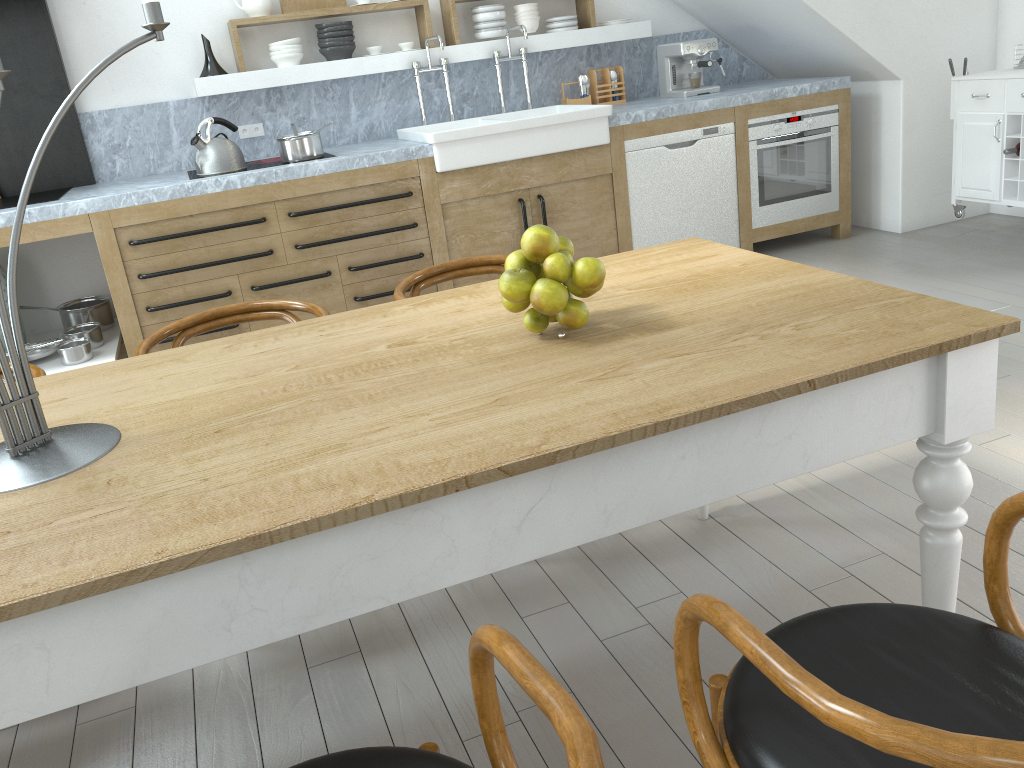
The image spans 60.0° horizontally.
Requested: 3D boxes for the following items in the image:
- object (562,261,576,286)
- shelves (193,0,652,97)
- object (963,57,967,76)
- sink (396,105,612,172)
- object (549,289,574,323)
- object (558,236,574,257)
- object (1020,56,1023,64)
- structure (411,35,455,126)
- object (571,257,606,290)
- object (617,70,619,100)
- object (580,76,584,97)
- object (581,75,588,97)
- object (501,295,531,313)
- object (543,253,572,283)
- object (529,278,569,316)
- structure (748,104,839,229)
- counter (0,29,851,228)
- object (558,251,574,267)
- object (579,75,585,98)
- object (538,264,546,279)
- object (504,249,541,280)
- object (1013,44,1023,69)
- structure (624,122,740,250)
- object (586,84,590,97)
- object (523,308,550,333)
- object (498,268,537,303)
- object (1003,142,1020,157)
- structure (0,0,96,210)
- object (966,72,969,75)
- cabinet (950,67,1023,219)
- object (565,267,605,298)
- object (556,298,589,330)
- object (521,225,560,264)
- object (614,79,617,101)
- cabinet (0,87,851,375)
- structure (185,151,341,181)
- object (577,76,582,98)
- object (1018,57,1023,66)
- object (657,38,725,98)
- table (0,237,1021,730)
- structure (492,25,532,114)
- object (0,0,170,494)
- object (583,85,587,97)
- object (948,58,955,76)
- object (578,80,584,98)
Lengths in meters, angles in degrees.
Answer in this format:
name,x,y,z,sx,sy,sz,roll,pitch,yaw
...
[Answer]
name,x,y,z,sx,sy,sz,roll,pitch,yaw
object,0.119,-0.216,1.753,0.053,0.052,0.051,-17,21,-25
shelves,-1.774,-2.133,4.434,5.565,1.349,0.483,-16,21,-22
object,2.536,-1.692,4.972,0.029,0.266,0.089,-5,19,8
sink,-0.049,-1.367,4.892,1.023,0.200,0.732,-14,21,-17
object,0.082,-0.160,1.746,0.080,0.073,0.079,2,22,25
object,0.091,-0.264,1.751,0.062,0.059,0.063,-14,20,-16
object,2.815,-1.814,4.851,0.029,0.135,0.098,-13,20,-14
structure,-0.378,-1.679,4.988,0.215,0.525,0.334,-22,23,-35
object,0.142,-0.205,1.641,0.063,0.063,0.063,5,23,32
object,0.658,-1.860,5.548,0.022,0.194,0.019,-13,19,-16
object,0.432,-1.804,5.477,0.018,0.194,0.020,-10,19,-8
object,0.455,-1.799,5.446,0.040,0.190,0.042,-2,20,17
object,0.009,-0.166,1.719,0.059,0.055,0.060,-16,21,-22
object,0.084,-0.214,1.641,0.053,0.057,0.058,-9,19,-3
object,0.068,-0.161,1.632,0.071,0.071,0.071,6,24,34
structure,1.575,-1.369,5.506,0.633,0.631,0.635,-14,20,-17
counter,-1.122,-1.442,4.639,6.588,0.614,0.968,-14,21,-17
object,0.092,-0.231,1.707,0.053,0.050,0.053,9,26,40
object,0.438,-1.813,5.490,0.040,0.190,0.042,-1,20,18
object,0.062,-0.218,1.766,0.062,0.059,0.062,-12,20,-13
object,0.020,-0.225,1.717,0.066,0.070,0.073,8,25,38
object,2.810,-1.794,4.857,0.067,0.136,0.102,-14,20,-17
structure,0.884,-1.105,5.316,0.725,0.815,0.603,-14,20,-17
object,0.466,-1.792,5.461,0.020,0.177,0.044,-20,22,-31
object,0.047,-0.123,1.699,0.051,0.050,0.050,-13,20,-14
object,0.011,-0.183,1.655,0.072,0.063,0.071,-16,21,-23
object,2.735,-1.248,4.698,0.318,0.084,0.082,-14,20,-17
structure,-2.744,-1.736,4.021,1.077,1.868,0.786,-14,20,-17
object,2.568,-1.645,5.007,0.038,0.260,0.039,-3,19,14
cabinet,2.848,-1.243,4.664,0.498,0.782,1.143,-14,20,-17
object,0.139,-0.203,1.703,0.076,0.076,0.077,7,24,36
object,0.115,-0.134,1.683,0.064,0.063,0.064,-10,19,-7
object,0.053,-0.264,1.673,0.072,0.074,0.073,-14,20,-17
object,0.650,-1.857,5.541,0.018,0.194,0.020,-6,19,4
cabinet,-1.078,-0.655,4.857,6.441,1.013,1.011,-14,20,-17
structure,-1.301,-1.117,4.585,0.739,0.041,0.652,-14,21,-17
object,0.426,-1.800,5.469,0.022,0.194,0.019,-18,21,-28
object,2.807,-1.831,4.856,0.054,0.173,0.039,-14,20,-17
object,1.125,-1.921,5.387,0.325,0.317,0.389,-14,20,-17
table,-0.832,0.510,1.566,3.355,0.792,1.026,-14,20,-17
structure,0.075,-1.793,5.132,0.215,0.525,0.334,-22,23,-35
object,-0.786,-0.309,1.360,0.266,0.867,0.780,11,26,43
object,0.448,-1.801,5.464,0.018,0.194,0.023,-16,20,-22
object,2.517,-1.708,5.021,0.088,0.266,0.029,10,26,42
object,0.429,-1.785,5.453,0.019,0.177,0.044,6,23,35
